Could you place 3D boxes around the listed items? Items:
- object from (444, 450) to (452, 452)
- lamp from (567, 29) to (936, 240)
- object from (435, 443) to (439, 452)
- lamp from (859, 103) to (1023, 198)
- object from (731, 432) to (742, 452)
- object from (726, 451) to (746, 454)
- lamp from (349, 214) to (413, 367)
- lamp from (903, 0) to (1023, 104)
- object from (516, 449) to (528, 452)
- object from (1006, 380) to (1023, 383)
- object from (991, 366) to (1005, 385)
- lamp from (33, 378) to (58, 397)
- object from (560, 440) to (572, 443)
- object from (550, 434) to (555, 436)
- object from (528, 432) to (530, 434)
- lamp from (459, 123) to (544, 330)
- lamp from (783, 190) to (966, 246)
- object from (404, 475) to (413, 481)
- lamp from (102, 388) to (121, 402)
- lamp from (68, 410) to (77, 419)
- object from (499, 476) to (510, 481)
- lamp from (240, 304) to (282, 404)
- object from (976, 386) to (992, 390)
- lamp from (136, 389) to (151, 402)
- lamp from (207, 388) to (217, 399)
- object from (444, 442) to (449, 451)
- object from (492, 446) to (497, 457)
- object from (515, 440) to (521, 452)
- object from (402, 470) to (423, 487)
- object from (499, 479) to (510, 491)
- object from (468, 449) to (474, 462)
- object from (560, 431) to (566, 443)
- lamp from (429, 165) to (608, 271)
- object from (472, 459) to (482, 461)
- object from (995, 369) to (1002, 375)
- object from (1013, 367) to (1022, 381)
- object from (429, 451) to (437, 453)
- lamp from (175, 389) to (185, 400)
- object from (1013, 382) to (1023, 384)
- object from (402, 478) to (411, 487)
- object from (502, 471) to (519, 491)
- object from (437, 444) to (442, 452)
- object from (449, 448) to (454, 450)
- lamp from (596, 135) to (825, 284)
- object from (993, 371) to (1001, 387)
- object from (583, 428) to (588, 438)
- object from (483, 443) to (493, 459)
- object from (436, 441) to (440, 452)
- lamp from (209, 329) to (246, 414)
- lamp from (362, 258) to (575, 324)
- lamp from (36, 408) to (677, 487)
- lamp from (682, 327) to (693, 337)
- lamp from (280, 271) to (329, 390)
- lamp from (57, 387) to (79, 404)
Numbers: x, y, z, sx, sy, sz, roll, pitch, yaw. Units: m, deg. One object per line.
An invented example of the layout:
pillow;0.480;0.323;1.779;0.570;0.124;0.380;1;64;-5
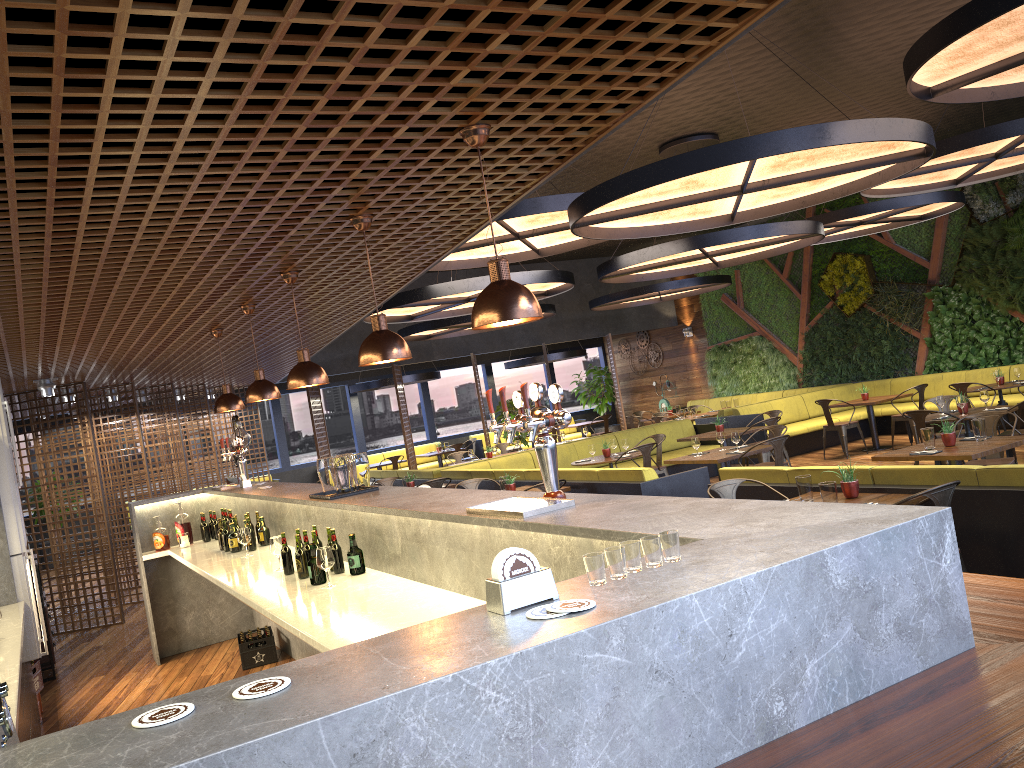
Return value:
object;-1.432;1.453;19.189;0.255;0.019;0.157;-9;-1;-29
lamp;1.711;-2.198;7.019;2.778;1.475;2.778;-10;-1;26
object;-1.647;1.413;19.653;0.102;0.178;0.102;-9;-1;-43
lamp;5.058;-2.924;9.425;2.778;1.159;2.778;-10;-1;39
object;2.421;0.623;9.577;0.097;0.206;0.097;-9;-1;-37
object;2.376;0.724;9.413;0.157;0.019;0.255;-9;-1;-28
lamp;-0.635;-0.432;4.064;0.250;0.673;0.250;-10;0;4
lamp;3.749;-2.739;5.272;2.778;1.159;2.778;-10;0;7
object;0.184;1.148;15.348;0.157;0.019;0.255;-9;-1;-28
object;7.024;-0.038;12.411;0.255;0.019;0.157;-9;-1;-27
object;6.741;-0.122;12.290;0.260;0.271;0.238;-10;-1;10
lamp;-4.707;0.038;8.974;0.228;0.172;0.228;-9;-1;-29
object;0.970;1.019;15.785;0.157;0.019;0.255;-9;-1;-28
object;0.622;0.943;15.334;0.238;0.271;0.260;-10;-1;-7
object;0.412;1.073;20.798;0.102;0.178;0.102;-9;-1;-43
lamp;-0.071;-0.537;3.018;0.250;0.673;0.250;-9;-1;-41
lamp;5.095;-2.898;13.155;2.778;1.159;2.778;-9;-1;-39
object;-1.344;1.291;11.617;0.102;0.178;0.102;-9;-1;-43
lamp;-5.262;0.156;11.678;0.228;0.172;0.228;-9;-1;-29
lamp;-6.954;0.465;14.076;0.228;0.172;0.228;-9;-1;-29
object;-0.066;1.053;9.250;0.102;0.178;0.102;-9;-1;-43
lamp;-1.796;-0.216;6.213;0.250;0.673;0.250;-10;0;4
object;6.468;0.054;12.135;0.255;0.019;0.157;-9;-1;-30
lamp;-5.346;0.181;12.825;0.228;0.172;0.228;-9;-1;-29
lamp;-5.202;0.178;15.280;0.228;0.172;0.228;-9;-1;-29
object;-1.434;1.375;19.487;0.102;0.178;0.102;-9;-1;-43
object;-0.282;1.126;14.582;0.097;0.206;0.097;-10;-1;17
object;0.108;1.065;15.185;0.097;0.206;0.097;-10;-1;17
object;-1.311;1.237;11.477;0.260;0.271;0.238;-9;-1;-27
object;-0.065;1.050;8.863;0.102;0.178;0.102;-10;0;7
object;-0.678;1.194;14.748;0.097;0.206;0.097;-10;-1;17
object;0.894;0.935;15.623;0.097;0.206;0.097;-10;-1;17
lamp;-0.019;-2.063;9.355;2.778;1.159;2.778;-10;-1;21
object;-0.601;1.278;14.910;0.157;0.019;0.255;-9;-1;-28
object;6.849;-0.103;12.478;0.097;0.206;0.097;-10;-1;-9
object;6.938;-0.121;12.162;0.097;0.206;0.097;-10;-1;25
object;-1.753;1.513;19.767;0.255;0.019;0.157;-9;-1;-29
lamp;-5.259;0.177;14.045;0.228;0.172;0.228;-9;-1;-29
object;6.894;-0.020;11.998;0.157;0.019;0.255;-9;-1;-29
object;-1.332;1.286;11.241;0.102;0.178;0.102;-9;-1;-43
object;-0.032;0.999;9.084;0.238;0.271;0.260;-10;-1;-7
object;-1.565;1.396;19.304;0.102;0.178;0.102;-9;-1;-43
object;-1.308;1.436;19.608;0.157;0.019;0.255;-9;-1;-29
lamp;2.332;-2.267;11.078;2.778;1.475;2.778;-10;-1;20
object;6.615;-0.067;12.080;0.097;0.206;0.097;-9;-1;-39
object;1.290;0.867;15.457;0.097;0.206;0.097;-10;-1;17
object;-0.394;1.110;14.769;0.238;0.271;0.260;-10;-1;-7
object;-1.604;1.357;19.486;0.238;0.271;0.260;-10;-1;-7
lamp;-2.368;-0.109;7.272;0.250;0.673;0.250;-10;0;4
lamp;-0.675;-1.753;11.482;2.778;1.475;2.778;-9;-1;-25
lamp;-1.949;0.899;13.432;9.057;2.714;3.017;-9;-1;-29
lamp;4.106;-1.213;20.869;0.189;0.215;0.215;-9;-1;-29
lamp;-1.250;-0.317;5.202;0.250;0.673;0.250;-10;0;4
lamp;-5.246;0.143;10.491;0.228;0.172;0.228;-9;-1;-29
